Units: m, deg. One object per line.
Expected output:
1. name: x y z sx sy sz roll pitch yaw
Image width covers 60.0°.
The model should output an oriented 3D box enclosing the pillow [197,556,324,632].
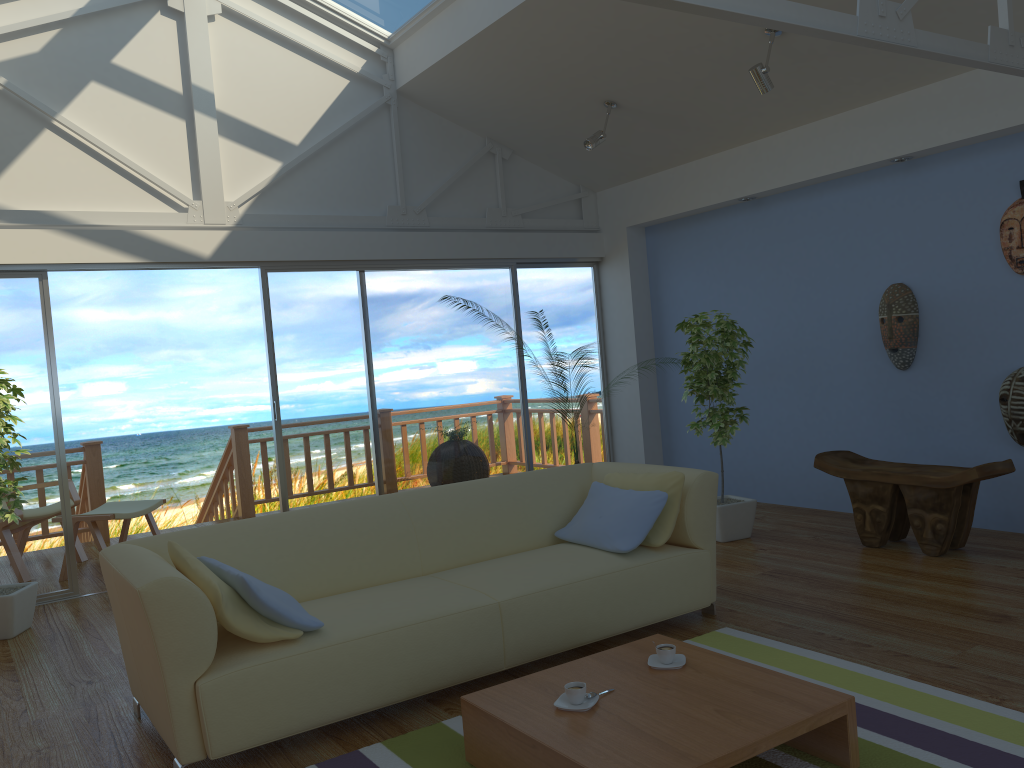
1. pillow: -0.887 0.729 3.114 0.272 0.244 0.566 -6 2 -35

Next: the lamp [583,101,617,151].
1. lamp: 0.595 -1.743 6.003 0.254 0.327 0.118 -5 2 -15

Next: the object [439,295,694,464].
1. object: 0.525 0.140 6.324 1.706 1.695 1.563 -6 2 -41

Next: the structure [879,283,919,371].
1. structure: 2.352 -0.348 5.445 0.115 0.541 0.254 -6 2 -33

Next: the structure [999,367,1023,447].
1. structure: 2.787 0.137 4.785 0.185 0.466 0.359 -6 2 -33

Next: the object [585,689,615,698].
1. object: 0.258 0.901 2.594 0.119 0.021 0.025 -6 2 -42

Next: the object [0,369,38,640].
1. object: -2.688 0.605 4.610 0.699 1.409 0.495 -4 2 30

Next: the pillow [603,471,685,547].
1. pillow: 0.534 0.545 4.015 0.201 0.311 0.559 -6 2 -33

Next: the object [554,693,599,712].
1. object: 0.186 0.914 2.546 0.118 0.016 0.118 -4 2 23

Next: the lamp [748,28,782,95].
1. lamp: 1.381 -1.762 4.838 0.195 0.351 0.127 -5 2 -15

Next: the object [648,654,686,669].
1. object: 0.490 0.881 2.808 0.118 0.016 0.118 -4 2 12

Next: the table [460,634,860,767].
1. table: 0.402 1.000 2.563 0.800 0.198 0.800 -6 2 -33

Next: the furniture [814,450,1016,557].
1. furniture: 2.168 0.642 4.846 0.329 0.507 1.100 -6 2 -32

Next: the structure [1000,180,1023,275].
1. structure: 2.759 -0.843 4.785 0.063 0.508 0.264 -6 2 -33

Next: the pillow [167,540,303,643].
1. pillow: -0.966 0.700 3.054 0.275 0.312 0.571 -6 2 -35

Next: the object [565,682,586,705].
1. object: 0.184 0.890 2.553 0.062 0.049 0.078 -5 2 3

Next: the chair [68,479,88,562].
1. chair: -3.633 0.850 6.274 0.859 0.982 0.632 -4 2 12

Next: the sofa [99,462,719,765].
1. sofa: -0.295 0.780 3.648 2.448 0.597 0.950 -6 2 -33

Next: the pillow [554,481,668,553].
1. pillow: 0.426 0.593 3.958 0.272 0.244 0.566 -6 2 -30

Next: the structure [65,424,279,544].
1. structure: -2.932 1.300 7.707 6.950 2.064 4.086 -6 2 -33

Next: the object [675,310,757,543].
1. object: 1.278 0.247 5.421 0.495 1.409 0.699 -4 2 10

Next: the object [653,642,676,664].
1. object: 0.491 0.843 2.815 0.062 0.077 0.086 -4 2 27

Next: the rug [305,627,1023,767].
1. rug: 0.401 1.108 2.578 2.100 0.018 1.400 -6 2 -33

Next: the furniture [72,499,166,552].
1. furniture: -2.734 1.058 6.091 0.449 0.427 0.619 -4 2 12
